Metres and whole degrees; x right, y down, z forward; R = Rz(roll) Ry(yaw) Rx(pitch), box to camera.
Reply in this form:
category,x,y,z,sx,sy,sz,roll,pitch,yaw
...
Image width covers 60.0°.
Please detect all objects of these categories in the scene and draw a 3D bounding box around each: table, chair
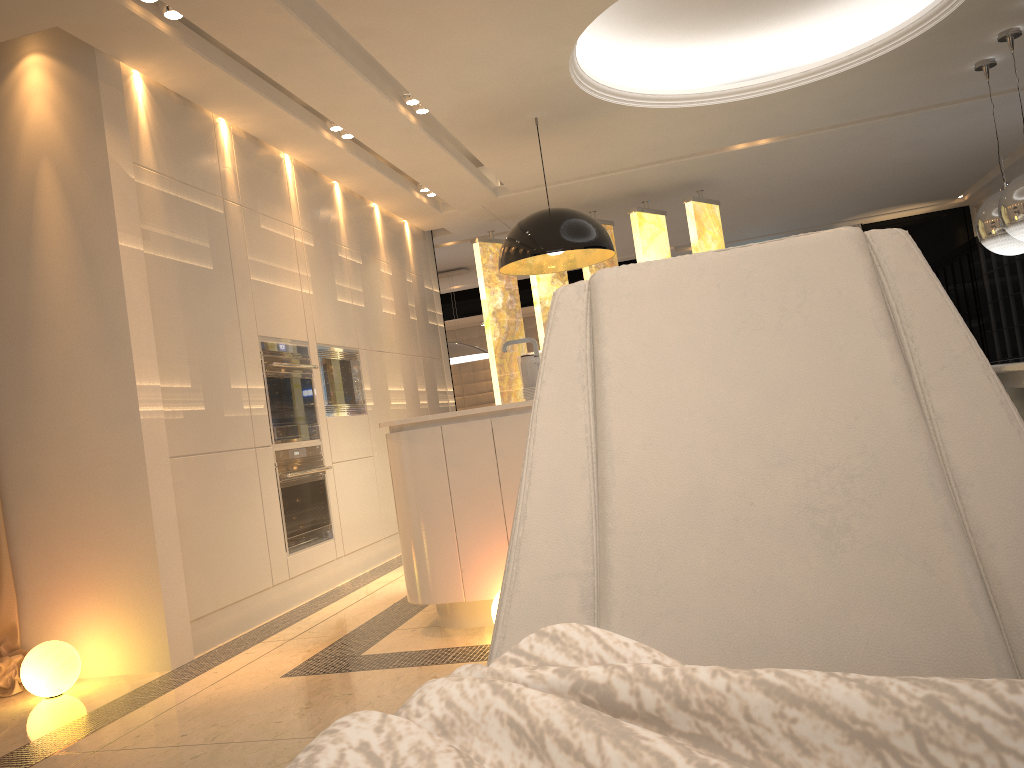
category,x,y,z,sx,sy,sz,roll,pitch,yaw
table,3.051,0.209,4.742,1.293,0.759,3.031,-9,-3,13
chair,0.251,0.310,0.728,1.027,0.991,0.983,-9,-3,12

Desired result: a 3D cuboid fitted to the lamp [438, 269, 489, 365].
category,x,y,z,sx,sy,sz,roll,pitch,yaw
lamp,-1.007,-0.709,10.176,1.578,0.995,0.939,-9,-3,13

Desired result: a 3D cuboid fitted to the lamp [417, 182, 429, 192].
category,x,y,z,sx,sy,sz,roll,pitch,yaw
lamp,-0.674,-1.538,6.796,0.107,0.127,0.107,-8,-3,-6

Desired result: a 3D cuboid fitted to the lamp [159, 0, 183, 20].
category,x,y,z,sx,sy,sz,roll,pitch,yaw
lamp,-1.403,-1.575,3.660,0.107,0.127,0.107,-8,-3,2

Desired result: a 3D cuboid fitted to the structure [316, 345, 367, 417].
category,x,y,z,sx,sy,sz,roll,pitch,yaw
structure,-1.319,0.019,5.862,0.446,0.450,0.659,-9,-3,13

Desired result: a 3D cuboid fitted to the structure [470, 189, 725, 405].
category,x,y,z,sx,sy,sz,roll,pitch,yaw
structure,0.889,-0.255,7.740,2.180,2.555,0.448,-9,-3,13

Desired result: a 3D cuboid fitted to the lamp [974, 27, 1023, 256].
category,x,y,z,sx,sy,sz,roll,pitch,yaw
lamp,2.882,-1.415,4.826,0.408,1.226,1.827,-9,-3,13

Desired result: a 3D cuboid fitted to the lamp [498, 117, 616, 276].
category,x,y,z,sx,sy,sz,roll,pitch,yaw
lamp,0.209,-1.175,5.374,0.710,0.898,0.710,-9,-3,23

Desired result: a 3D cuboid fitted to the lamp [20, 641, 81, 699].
category,x,y,z,sx,sy,sz,roll,pitch,yaw
lamp,-1.819,1.124,3.500,0.212,0.214,0.213,-7,-3,-27

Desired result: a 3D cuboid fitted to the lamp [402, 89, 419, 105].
category,x,y,z,sx,sy,sz,roll,pitch,yaw
lamp,-0.564,-1.635,4.982,0.107,0.127,0.107,-8,-3,-6

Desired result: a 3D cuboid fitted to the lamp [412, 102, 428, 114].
category,x,y,z,sx,sy,sz,roll,pitch,yaw
lamp,-0.527,-1.633,5.142,0.107,0.127,0.107,-8,-3,-6

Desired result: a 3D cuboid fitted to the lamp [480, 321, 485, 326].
category,x,y,z,sx,sy,sz,roll,pitch,yaw
lamp,-0.419,-0.904,12.822,0.107,0.127,0.107,-8,-3,-6

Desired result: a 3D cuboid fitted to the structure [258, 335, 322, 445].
category,x,y,z,sx,sy,sz,roll,pitch,yaw
structure,-1.491,0.070,5.136,0.595,0.597,0.609,-9,-3,13

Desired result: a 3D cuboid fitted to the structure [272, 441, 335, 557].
category,x,y,z,sx,sy,sz,roll,pitch,yaw
structure,-1.405,0.673,5.109,0.595,0.597,0.609,-9,-3,13

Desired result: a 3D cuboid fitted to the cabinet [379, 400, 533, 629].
category,x,y,z,sx,sy,sz,roll,pitch,yaw
cabinet,0.391,0.549,5.281,1.046,0.887,3.752,-9,-3,13

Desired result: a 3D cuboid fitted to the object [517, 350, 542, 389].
category,x,y,z,sx,sy,sz,roll,pitch,yaw
object,0.190,-0.036,5.294,0.288,0.330,0.288,-10,-3,30

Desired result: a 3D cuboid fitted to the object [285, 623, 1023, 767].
category,x,y,z,sx,sy,sz,roll,pitch,yaw
object,0.068,0.536,0.713,0.972,0.580,1.347,-6,-3,-40

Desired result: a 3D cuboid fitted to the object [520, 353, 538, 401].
category,x,y,z,sx,sy,sz,roll,pitch,yaw
object,0.081,-0.028,3.923,0.071,0.219,0.071,-8,-3,4

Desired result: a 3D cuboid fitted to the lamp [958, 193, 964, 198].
category,x,y,z,sx,sy,sz,roll,pitch,yaw
lamp,5.156,-2.215,10.239,0.107,0.127,0.107,-8,-3,-6

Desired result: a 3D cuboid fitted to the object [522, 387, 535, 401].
category,x,y,z,sx,sy,sz,roll,pitch,yaw
object,0.103,0.045,3.830,0.111,0.062,0.111,-10,-3,34

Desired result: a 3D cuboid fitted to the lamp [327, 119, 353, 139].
category,x,y,z,sx,sy,sz,roll,pitch,yaw
lamp,-1.021,-1.556,5.302,0.107,0.127,0.270,-9,-3,13

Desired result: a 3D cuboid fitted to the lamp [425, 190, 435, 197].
category,x,y,z,sx,sy,sz,roll,pitch,yaw
lamp,-0.636,-1.536,6.956,0.107,0.127,0.107,-9,-3,9

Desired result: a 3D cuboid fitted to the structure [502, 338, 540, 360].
category,x,y,z,sx,sy,sz,roll,pitch,yaw
structure,0.052,-0.059,4.163,0.177,0.310,0.089,-9,-3,13

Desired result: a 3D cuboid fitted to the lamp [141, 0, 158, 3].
category,x,y,z,sx,sy,sz,roll,pitch,yaw
lamp,-1.440,-1.577,3.501,0.107,0.127,0.107,-8,-3,2

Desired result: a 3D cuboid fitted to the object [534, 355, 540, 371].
category,x,y,z,sx,sy,sz,roll,pitch,yaw
object,0.106,-0.026,4.027,0.071,0.219,0.071,-8,-3,-11

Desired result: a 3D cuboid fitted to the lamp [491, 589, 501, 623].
category,x,y,z,sx,sy,sz,roll,pitch,yaw
lamp,0.029,0.852,3.333,0.212,0.214,0.213,-7,-3,-27
